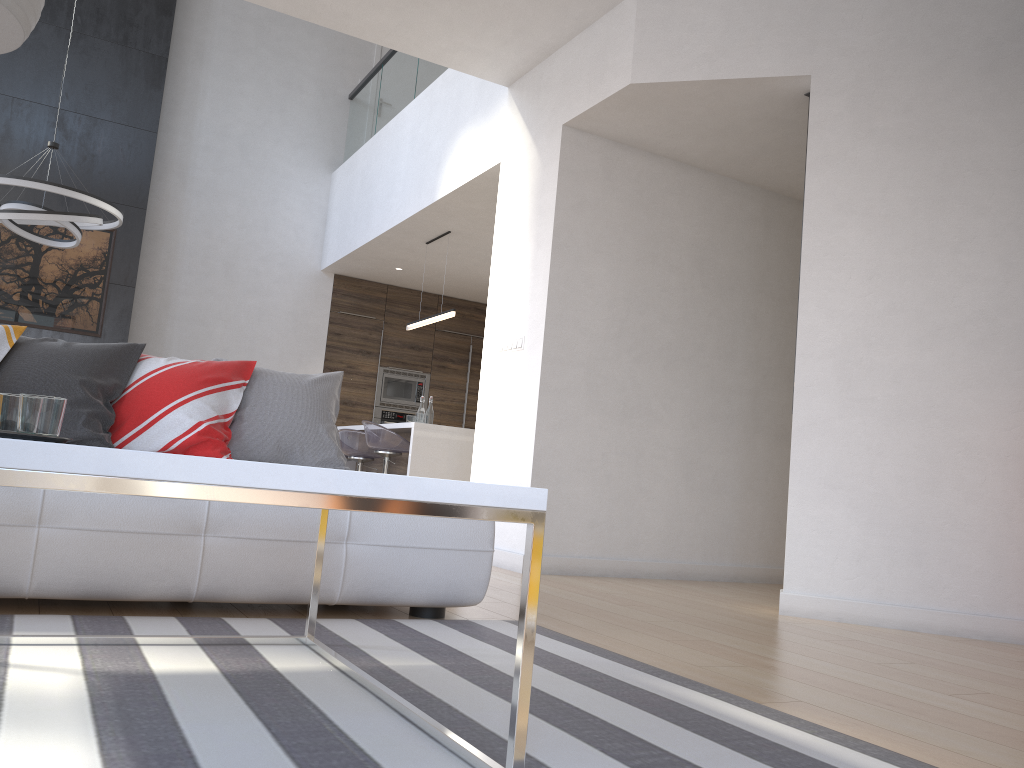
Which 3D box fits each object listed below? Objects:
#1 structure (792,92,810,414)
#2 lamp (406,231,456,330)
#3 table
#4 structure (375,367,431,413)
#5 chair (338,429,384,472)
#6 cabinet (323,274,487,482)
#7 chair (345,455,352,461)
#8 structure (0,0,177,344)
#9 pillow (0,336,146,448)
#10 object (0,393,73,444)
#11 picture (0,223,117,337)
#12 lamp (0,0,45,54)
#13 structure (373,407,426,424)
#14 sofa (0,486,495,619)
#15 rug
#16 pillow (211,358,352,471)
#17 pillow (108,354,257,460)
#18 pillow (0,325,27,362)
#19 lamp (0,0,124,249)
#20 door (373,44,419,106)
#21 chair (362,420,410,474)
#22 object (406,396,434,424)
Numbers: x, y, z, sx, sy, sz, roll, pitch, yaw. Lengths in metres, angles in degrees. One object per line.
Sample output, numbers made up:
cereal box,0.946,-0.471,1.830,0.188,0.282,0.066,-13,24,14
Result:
structure,3.901,-0.924,4.072,4.190,4.339,2.823,9,-8,-28
lamp,-0.663,-0.882,7.507,0.020,0.756,0.998,9,-8,-28
table,-0.702,0.330,1.515,1.091,0.435,1.091,9,-8,-28
structure,-1.284,0.082,9.782,0.595,0.430,0.459,9,-8,-28
chair,-1.228,0.772,7.115,0.475,0.787,0.434,2,-7,25
cabinet,0.038,0.082,7.613,2.402,2.501,4.694,9,-8,-28
chair,-1.474,0.807,7.607,0.434,0.787,0.475,6,-7,-10
structure,-3.950,-2.203,7.826,1.500,6.351,0.722,9,-8,-28
pillow,-2.230,-0.091,2.624,2.120,0.436,0.608,9,-8,-32
object,-0.948,-0.039,1.582,0.330,0.265,0.330,6,-7,-4
picture,-4.075,-0.976,7.705,1.056,0.990,0.026,9,-8,-28
lamp,-2.772,-0.882,2.235,3.199,2.647,0.710,4,-7,8
structure,-1.320,0.576,9.708,0.595,0.570,0.495,9,-8,-28
sofa,-1.504,0.183,2.074,3.424,0.732,2.614,9,-8,-28
rug,-0.575,0.588,1.704,2.326,0.016,1.662,9,-8,-28
pillow,-1.705,-0.057,2.537,2.953,0.453,0.647,11,-9,-40
pillow,-1.950,-0.020,2.780,2.250,0.449,0.575,9,-8,-30
pillow,-2.153,-0.135,2.059,0.630,0.440,2.095,3,-7,19
lamp,-3.027,-3.225,6.318,1.000,4.513,1.000,8,-7,-26
door,-1.118,-2.965,9.817,0.974,2.136,0.085,9,-8,-28
chair,-0.942,0.711,6.593,0.434,0.838,0.475,9,-8,-30
object,-0.754,0.212,7.038,0.148,0.267,0.323,2,-7,27
